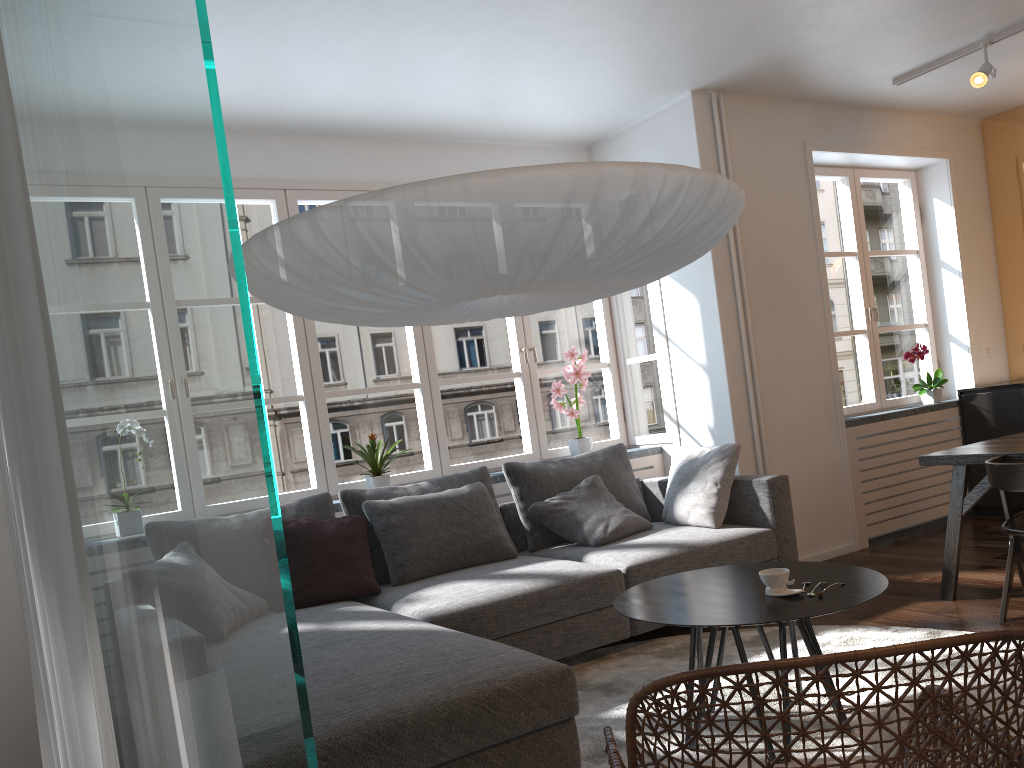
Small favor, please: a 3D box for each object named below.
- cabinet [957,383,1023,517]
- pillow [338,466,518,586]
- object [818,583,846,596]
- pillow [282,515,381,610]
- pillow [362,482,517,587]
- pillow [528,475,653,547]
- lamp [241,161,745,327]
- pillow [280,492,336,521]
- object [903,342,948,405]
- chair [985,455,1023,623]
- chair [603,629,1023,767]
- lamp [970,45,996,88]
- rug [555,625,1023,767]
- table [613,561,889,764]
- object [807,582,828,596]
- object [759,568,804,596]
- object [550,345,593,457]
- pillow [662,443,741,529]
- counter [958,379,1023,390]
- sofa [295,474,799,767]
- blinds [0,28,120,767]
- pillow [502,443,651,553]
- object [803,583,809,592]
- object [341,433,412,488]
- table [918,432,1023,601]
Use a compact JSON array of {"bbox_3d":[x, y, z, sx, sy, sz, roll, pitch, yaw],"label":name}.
[{"bbox_3d":[4.755,0.192,4.151,0.729,0.901,5.085,-8,-2,-32],"label":"cabinet"},{"bbox_3d":[-0.404,0.692,4.362,0.835,0.476,0.278,-7,1,-31],"label":"pillow"},{"bbox_3d":[0.963,0.613,2.662,0.167,0.015,0.015,-6,-1,-44],"label":"object"},{"bbox_3d":[-0.833,0.759,3.901,0.519,0.404,0.312,-7,0,-30],"label":"pillow"},{"bbox_3d":[-0.339,0.704,4.234,0.663,0.398,0.293,-7,0,-32],"label":"pillow"},{"bbox_3d":[0.404,0.650,4.562,0.446,0.321,0.489,-8,-1,40],"label":"pillow"},{"bbox_3d":[-0.056,-0.328,2.611,1.471,0.210,1.468,-8,-2,5],"label":"lamp"},{"bbox_3d":[-1.133,0.776,3.901,0.832,0.479,0.276,-7,1,-31],"label":"pillow"},{"bbox_3d":[2.851,-0.076,6.071,0.230,0.438,0.404,-7,1,35],"label":"object"},{"bbox_3d":[2.259,0.618,3.595,0.517,0.672,0.595,-8,0,-33],"label":"chair"},{"bbox_3d":[0.549,0.747,1.625,0.718,0.711,0.685,-8,0,1],"label":"chair"},{"bbox_3d":[2.518,-1.692,4.731,0.249,0.240,0.085,-8,1,-45],"label":"lamp"},{"bbox_3d":[0.750,1.123,2.692,2.851,0.012,2.823,-9,-3,38],"label":"rug"},{"bbox_3d":[0.778,0.890,2.833,0.843,0.473,0.850,-7,-1,-29],"label":"table"},{"bbox_3d":[0.927,0.618,2.685,0.025,0.016,0.163,-8,-2,33],"label":"object"},{"bbox_3d":[0.816,0.607,2.691,0.091,0.069,0.139,-8,-1,-20],"label":"object"},{"bbox_3d":[0.377,0.115,5.408,0.299,0.692,0.199,-7,2,37],"label":"object"},{"bbox_3d":[0.957,0.537,4.647,0.285,0.415,0.496,-8,0,-33],"label":"pillow"},{"bbox_3d":[4.694,-0.254,4.134,0.728,0.002,5.083,-6,-2,-32],"label":"counter"},{"bbox_3d":[0.137,0.910,3.654,3.053,0.672,2.048,-7,-2,-32],"label":"sofa"},{"bbox_3d":[-1.348,-0.027,2.388,0.152,2.740,1.813,-9,1,-30],"label":"blinds"},{"bbox_3d":[0.373,0.605,4.828,0.832,0.478,0.276,-7,1,-31],"label":"pillow"},{"bbox_3d":[0.906,0.626,2.738,0.026,0.010,0.123,-8,-2,24],"label":"object"},{"bbox_3d":[-0.698,0.418,4.724,0.324,0.329,0.374,-8,0,33],"label":"object"},{"bbox_3d":[3.059,0.495,3.378,1.101,0.680,2.511,-7,-2,-32],"label":"table"}]
